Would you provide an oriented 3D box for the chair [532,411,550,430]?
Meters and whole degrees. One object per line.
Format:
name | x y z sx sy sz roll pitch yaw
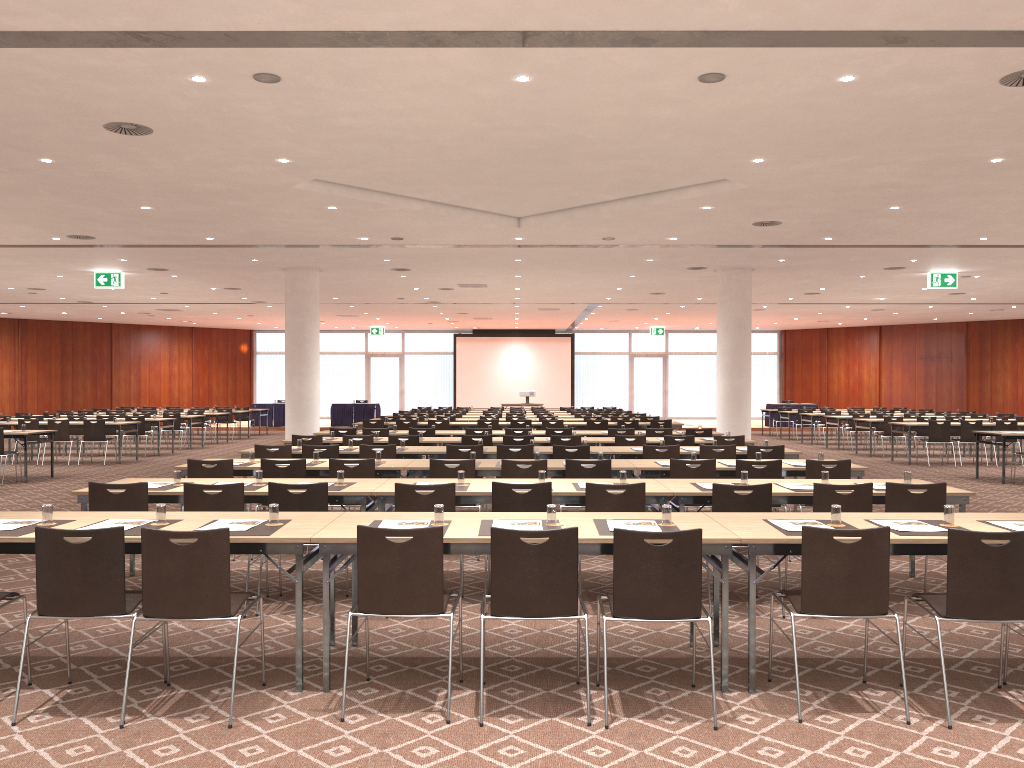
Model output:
chair | 0.799 1.187 24.095 0.535 0.939 0.613 0 0 -3

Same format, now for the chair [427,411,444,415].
chair | -2.066 1.185 24.105 0.535 0.939 0.613 0 0 0

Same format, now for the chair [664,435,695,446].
chair | 2.322 1.182 12.513 0.535 0.939 0.613 0 0 -2

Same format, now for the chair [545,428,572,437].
chair | 0.752 1.182 14.595 0.535 0.939 0.613 0 0 -3

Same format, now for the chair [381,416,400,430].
chair | -2.731 1.182 20.066 0.535 0.939 0.613 0 0 1

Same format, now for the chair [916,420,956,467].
chair | 8.580 1.190 17.943 0.535 0.939 0.613 0 0 2

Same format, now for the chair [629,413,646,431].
chair | 3.095 1.187 22.044 0.535 0.939 0.613 0 0 0

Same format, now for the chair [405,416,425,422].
chair | -2.165 1.182 20.029 0.535 0.939 0.613 0 0 3

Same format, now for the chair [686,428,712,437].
chair | 3.019 1.183 14.510 0.535 0.939 0.613 0 0 -2

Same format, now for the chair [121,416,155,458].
chair | -8.442 1.177 20.006 0.535 0.939 0.613 0 0 -3

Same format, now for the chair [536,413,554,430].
chair | 0.818 1.186 22.018 0.535 0.939 0.613 0 0 -1

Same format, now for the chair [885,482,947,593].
chair | 2.931 1.179 6.588 0.535 0.939 0.613 0 0 2

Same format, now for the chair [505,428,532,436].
chair | 0.105 1.181 14.556 0.535 0.939 0.613 0 0 0

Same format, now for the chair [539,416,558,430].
chair | 0.817 1.185 20.095 0.535 0.939 0.613 0 0 -2

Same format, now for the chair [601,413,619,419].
chair | 2.427 1.187 22.012 0.535 0.939 0.613 0 0 2

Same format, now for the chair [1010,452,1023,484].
chair | 8.555 1.188 14.450 0.535 0.939 0.613 0 0 1

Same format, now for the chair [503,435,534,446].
chair | 0.093 1.180 12.521 0.535 0.939 0.613 0 0 1

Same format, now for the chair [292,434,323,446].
chair | -2.872 1.178 12.609 0.535 0.939 0.613 0 0 0

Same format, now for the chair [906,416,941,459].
chair | 9.252 1.191 19.940 0.535 0.939 0.613 0 0 2

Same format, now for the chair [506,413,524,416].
chair | 0.072 1.185 22.098 0.535 0.939 0.613 0 0 1

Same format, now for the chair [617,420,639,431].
chair | 2.330 1.185 18.012 0.535 0.939 0.613 0 0 -1

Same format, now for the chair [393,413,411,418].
chair | -2.733 1.183 22.108 0.535 0.939 0.613 0 0 -3

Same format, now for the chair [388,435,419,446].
chair | -1.502 1.179 12.527 0.535 0.939 0.613 0 0 3

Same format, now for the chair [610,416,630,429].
chair | 2.422 1.186 20.047 0.535 0.939 0.613 0 0 0

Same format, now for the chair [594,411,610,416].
chair | 2.405 1.188 24.047 0.535 0.939 0.613 0 0 -3

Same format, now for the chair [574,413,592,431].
chair | 1.763 1.186 22.091 0.535 0.939 0.613 0 0 1

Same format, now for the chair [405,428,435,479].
chair | -1.461 1.180 14.604 0.535 0.939 0.613 0 0 2

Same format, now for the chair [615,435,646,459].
chair | 1.664 1.181 12.592 0.535 0.939 0.613 0 0 2

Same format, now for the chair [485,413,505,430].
chair | -0.455 1.185 22.057 0.535 0.939 0.613 0 0 2

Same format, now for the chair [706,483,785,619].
chair | 1.640 1.178 6.515 0.535 0.939 0.613 0 0 -3

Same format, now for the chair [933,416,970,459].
chair | 9.922 1.192 20.019 0.535 0.939 0.613 0 0 -1

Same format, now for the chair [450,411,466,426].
chair | -1.444 1.185 24.061 0.535 0.939 0.613 0 0 3

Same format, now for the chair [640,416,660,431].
chair | 3.090 1.186 20.010 0.535 0.939 0.613 0 0 2

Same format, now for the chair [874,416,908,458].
chair | 8.575 1.191 20.083 0.535 0.939 0.613 0 0 1

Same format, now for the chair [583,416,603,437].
chair | 1.815 1.185 20.014 0.535 0.939 0.613 0 0 -1

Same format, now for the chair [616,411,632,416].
chair | 3.009 1.188 24.010 0.535 0.939 0.613 0 0 2

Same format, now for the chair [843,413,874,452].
chair | 8.627 1.192 22.083 0.535 0.939 0.613 0 0 0

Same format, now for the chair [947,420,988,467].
chair | 9.258 1.190 18.021 0.535 0.939 0.613 0 0 2

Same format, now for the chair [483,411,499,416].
chair | -0.569 1.186 24.023 0.535 0.939 0.613 0 0 2

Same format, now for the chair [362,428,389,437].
chair | -2.212 1.179 14.530 0.535 0.939 0.613 0 0 -2

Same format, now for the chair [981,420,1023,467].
chair | 9.913 1.191 17.938 0.535 0.939 0.613 0 0 0

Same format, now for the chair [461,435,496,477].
chair | -0.498 1.179 12.600 0.535 0.939 0.613 0 0 -2

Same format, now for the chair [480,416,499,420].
chair | -0.505 1.184 20.023 0.535 0.939 0.613 0 0 0

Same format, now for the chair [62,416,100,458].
chair | -9.720 1.176 20.011 0.535 0.939 0.613 0 0 3

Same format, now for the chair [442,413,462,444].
chair | -1.453 1.184 22.026 0.535 0.939 0.613 0 0 -2

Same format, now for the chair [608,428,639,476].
chair | 1.768 1.182 14.515 0.535 0.939 0.613 0 0 0

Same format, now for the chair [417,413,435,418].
chair | -2.115 1.183 22.064 0.535 0.939 0.613 0 0 3

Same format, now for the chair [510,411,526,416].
chair | 0.166 1.186 24.055 0.535 0.939 0.613 0 0 -2

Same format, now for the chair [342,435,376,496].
chair | -2.156 1.178 12.564 0.535 0.939 0.613 0 0 -1

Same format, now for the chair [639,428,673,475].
chair | 2.386 1.183 14.547 0.535 0.939 0.613 0 0 0

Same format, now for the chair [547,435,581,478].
chair | 0.753 1.180 12.553 0.535 0.939 0.613 0 0 1

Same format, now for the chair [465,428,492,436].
chair | -0.532 1.180 14.523 0.535 0.939 0.613 0 0 3

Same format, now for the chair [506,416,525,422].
chair | 0.071 1.184 20.056 0.535 0.939 0.613 0 0 -1

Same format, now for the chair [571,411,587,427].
chair | 1.793 1.188 24.014 0.535 0.939 0.613 0 0 0

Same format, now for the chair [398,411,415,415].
chair | -2.835 1.184 24.031 0.535 0.939 0.613 0 0 1

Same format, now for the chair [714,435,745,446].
chair | 3.033 1.182 12.545 0.535 0.939 0.613 0 0 1
